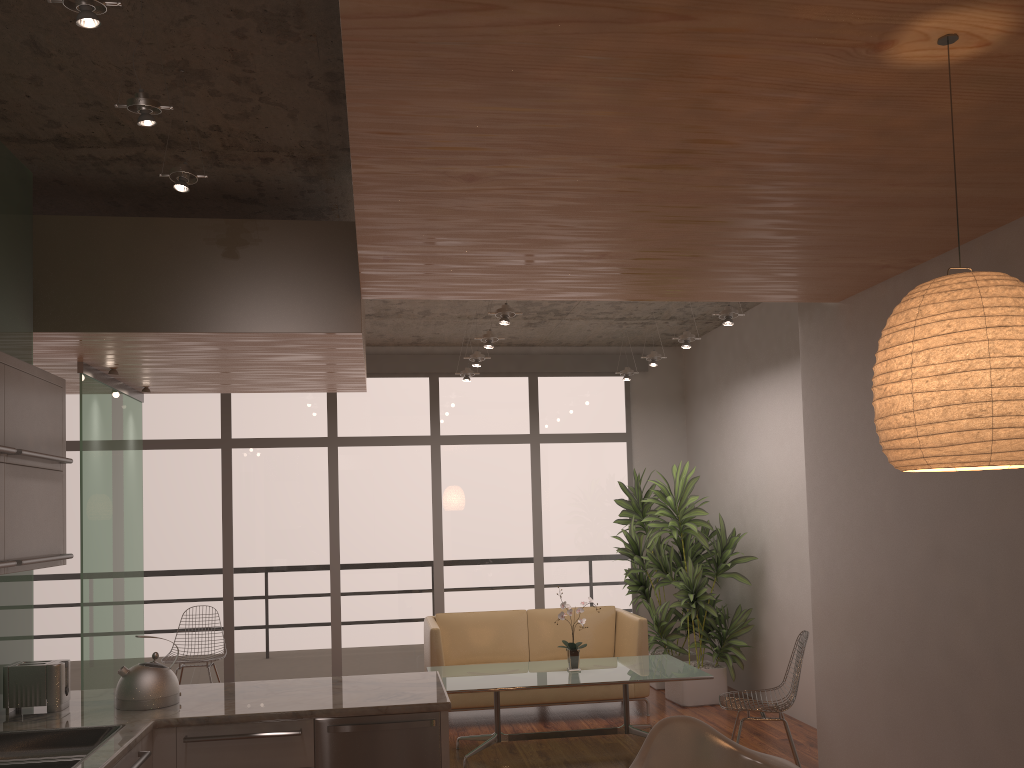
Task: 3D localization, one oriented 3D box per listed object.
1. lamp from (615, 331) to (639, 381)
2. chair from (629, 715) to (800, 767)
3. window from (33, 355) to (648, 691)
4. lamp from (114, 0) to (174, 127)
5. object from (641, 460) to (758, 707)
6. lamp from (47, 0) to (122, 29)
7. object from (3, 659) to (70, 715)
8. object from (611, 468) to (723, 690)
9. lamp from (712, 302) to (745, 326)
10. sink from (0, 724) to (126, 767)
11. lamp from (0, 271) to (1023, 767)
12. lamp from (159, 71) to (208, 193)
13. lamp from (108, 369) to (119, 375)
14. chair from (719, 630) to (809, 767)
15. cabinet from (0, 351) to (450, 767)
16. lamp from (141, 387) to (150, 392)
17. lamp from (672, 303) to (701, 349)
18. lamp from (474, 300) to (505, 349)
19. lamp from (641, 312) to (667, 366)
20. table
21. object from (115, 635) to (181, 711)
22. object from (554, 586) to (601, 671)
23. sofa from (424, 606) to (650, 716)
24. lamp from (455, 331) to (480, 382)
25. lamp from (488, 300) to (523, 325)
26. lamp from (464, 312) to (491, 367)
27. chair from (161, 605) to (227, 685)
[{"bbox_3d":[1.094,-0.273,8.427,0.198,0.480,0.135,2,-5,-41],"label":"lamp"},{"bbox_3d":[0.772,1.706,3.206,0.682,0.856,0.649,1,-5,-24],"label":"chair"},{"bbox_3d":[-2.764,1.352,8.568,8.549,3.263,0.062,0,-3,-8],"label":"window"},{"bbox_3d":[-1.157,-1.046,2.773,0.152,0.468,0.104,1,-4,-41],"label":"lamp"},{"bbox_3d":[1.630,1.736,7.807,0.967,2.093,1.086,-2,-4,4],"label":"object"},{"bbox_3d":[-1.072,-1.130,2.211,0.152,0.468,0.104,1,-4,-41],"label":"lamp"},{"bbox_3d":[-2.035,1.301,3.797,0.236,0.201,0.154,-1,-5,-8],"label":"object"},{"bbox_3d":[1.514,1.836,8.473,1.082,2.093,0.971,-2,-4,9],"label":"object"},{"bbox_3d":[1.465,-0.638,5.996,0.198,0.480,0.135,2,-5,-41],"label":"lamp"},{"bbox_3d":[-1.769,1.284,3.111,0.615,0.380,0.649,-1,-7,-9],"label":"sink"},{"bbox_3d":[-0.472,0.597,2.945,3.212,1.339,3.097,0,-8,-9],"label":"lamp"},{"bbox_3d":[-1.243,-0.961,3.335,0.152,0.468,0.104,1,-4,-41],"label":"lamp"},{"bbox_3d":[-2.403,-0.288,5.327,0.102,0.468,0.154,1,-4,-36],"label":"lamp"},{"bbox_3d":[1.590,2.006,5.545,0.562,0.896,0.546,-2,-4,11],"label":"chair"},{"bbox_3d":[-1.014,0.905,2.241,1.912,2.260,4.286,-1,-7,-9],"label":"cabinet"},{"bbox_3d":[-2.518,-0.174,6.080,0.102,0.468,0.154,1,-4,-36],"label":"lamp"},{"bbox_3d":[1.341,-0.516,6.806,0.198,0.480,0.135,2,-5,-41],"label":"lamp"},{"bbox_3d":[-0.172,-0.507,6.584,0.198,0.480,0.135,2,-5,-41],"label":"lamp"},{"bbox_3d":[1.217,-0.395,7.616,0.198,0.480,0.135,2,-5,-41],"label":"lamp"},{"bbox_3d":[0.366,2.309,6.227,1.868,0.556,0.949,0,-7,-8],"label":"table"},{"bbox_3d":[-1.592,1.248,3.856,0.262,0.303,0.264,-2,-5,8],"label":"object"},{"bbox_3d":[0.438,1.731,6.240,0.297,0.586,0.374,-1,-5,-14],"label":"object"},{"bbox_3d":[0.180,2.361,7.501,1.799,0.833,0.887,0,-6,-8],"label":"sofa"},{"bbox_3d":[-0.419,-0.263,8.205,0.198,0.480,0.135,2,-5,-41],"label":"lamp"},{"bbox_3d":[-0.048,-0.629,5.774,0.198,0.480,0.135,2,-5,-41],"label":"lamp"},{"bbox_3d":[-0.296,-0.385,7.394,0.198,0.480,0.135,2,-5,-41],"label":"lamp"},{"bbox_3d":[-2.870,2.490,8.018,0.542,0.895,0.565,-1,-4,-9],"label":"chair"}]
